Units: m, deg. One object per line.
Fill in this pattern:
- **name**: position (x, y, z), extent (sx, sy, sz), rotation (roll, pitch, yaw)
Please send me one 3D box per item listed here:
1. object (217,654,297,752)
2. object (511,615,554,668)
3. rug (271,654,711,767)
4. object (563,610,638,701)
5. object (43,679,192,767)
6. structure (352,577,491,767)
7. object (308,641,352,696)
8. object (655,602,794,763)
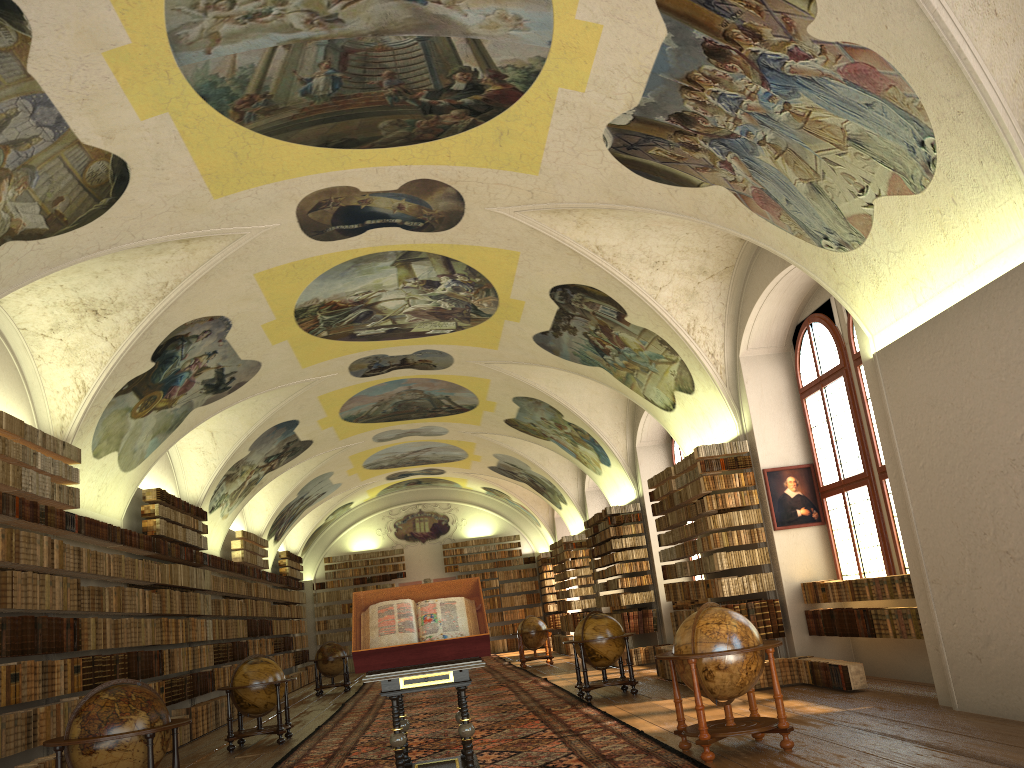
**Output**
- **object**: position (-4.225, 5.248, 14.764), extent (1.282, 1.442, 1.282), rotation (-15, -16, 30)
- **object**: position (0.631, 7.513, 25.986), extent (1.282, 1.442, 1.281), rotation (-17, -17, 35)
- **rug**: position (-1.421, 6.494, 18.279), extent (4.703, 0.064, 37.081), rotation (-6, -14, -7)
- **object**: position (1.553, 4.674, 15.414), extent (1.280, 1.442, 1.283), rotation (6, -19, -43)
- **object**: position (-3.659, 3.507, 8.281), extent (1.280, 1.442, 1.283), rotation (6, -19, -43)
- **structure**: position (-0.844, 3.012, 8.824), extent (1.245, 1.972, 1.900), rotation (-6, -14, -6)
- **object**: position (-5.154, 8.092, 25.347), extent (1.282, 1.442, 1.281), rotation (-17, -17, 35)
- **object**: position (2.116, 2.933, 8.931), extent (1.282, 1.442, 1.282), rotation (-15, -16, 30)
